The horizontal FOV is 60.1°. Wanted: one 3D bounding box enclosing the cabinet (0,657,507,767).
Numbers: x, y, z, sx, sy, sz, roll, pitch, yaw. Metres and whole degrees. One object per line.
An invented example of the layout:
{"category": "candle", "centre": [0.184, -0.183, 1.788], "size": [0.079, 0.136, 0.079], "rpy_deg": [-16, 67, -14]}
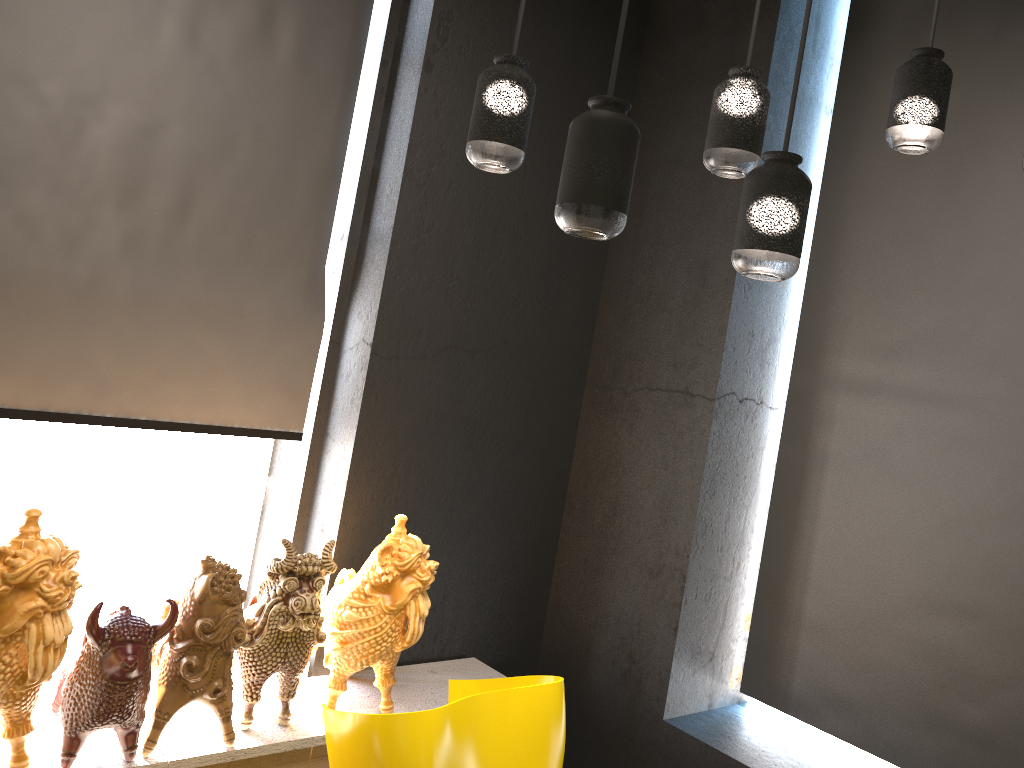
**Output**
{"category": "cabinet", "centre": [-1.078, 1.228, 2.471], "size": [2.712, 0.531, 0.406], "rpy_deg": [9, 0, -41]}

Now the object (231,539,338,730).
{"category": "object", "centre": [-0.737, 0.721, 2.674], "size": [0.432, 0.581, 0.269], "rpy_deg": [9, -2, 42]}

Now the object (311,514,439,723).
{"category": "object", "centre": [-0.486, 0.723, 2.874], "size": [0.305, 0.656, 0.471], "rpy_deg": [11, -2, -36]}

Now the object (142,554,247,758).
{"category": "object", "centre": [-0.924, 0.720, 2.552], "size": [0.247, 0.547, 0.477], "rpy_deg": [11, -1, -34]}

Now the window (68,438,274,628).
{"category": "window", "centre": [-1.642, -0.773, 2.774], "size": [2.293, 3.175, 0.051], "rpy_deg": [11, -2, -41]}

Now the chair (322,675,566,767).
{"category": "chair", "centre": [-0.017, 1.241, 2.115], "size": [1.075, 0.899, 0.653], "rpy_deg": [10, -1, 44]}

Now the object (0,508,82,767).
{"category": "object", "centre": [-1.280, 0.605, 2.175], "size": [0.305, 0.656, 0.471], "rpy_deg": [11, -2, -36]}

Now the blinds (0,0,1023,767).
{"category": "blinds", "centre": [-3.073, -1.051, 0.494], "size": [12.658, 3.318, 3.533], "rpy_deg": [9, 0, -21]}

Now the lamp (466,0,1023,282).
{"category": "lamp", "centre": [1.064, -1.221, 0.807], "size": [2.845, 2.278, 2.671], "rpy_deg": [10, 0, 3]}

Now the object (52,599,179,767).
{"category": "object", "centre": [-1.082, 0.738, 2.354], "size": [0.218, 0.442, 0.465], "rpy_deg": [11, -1, -36]}
